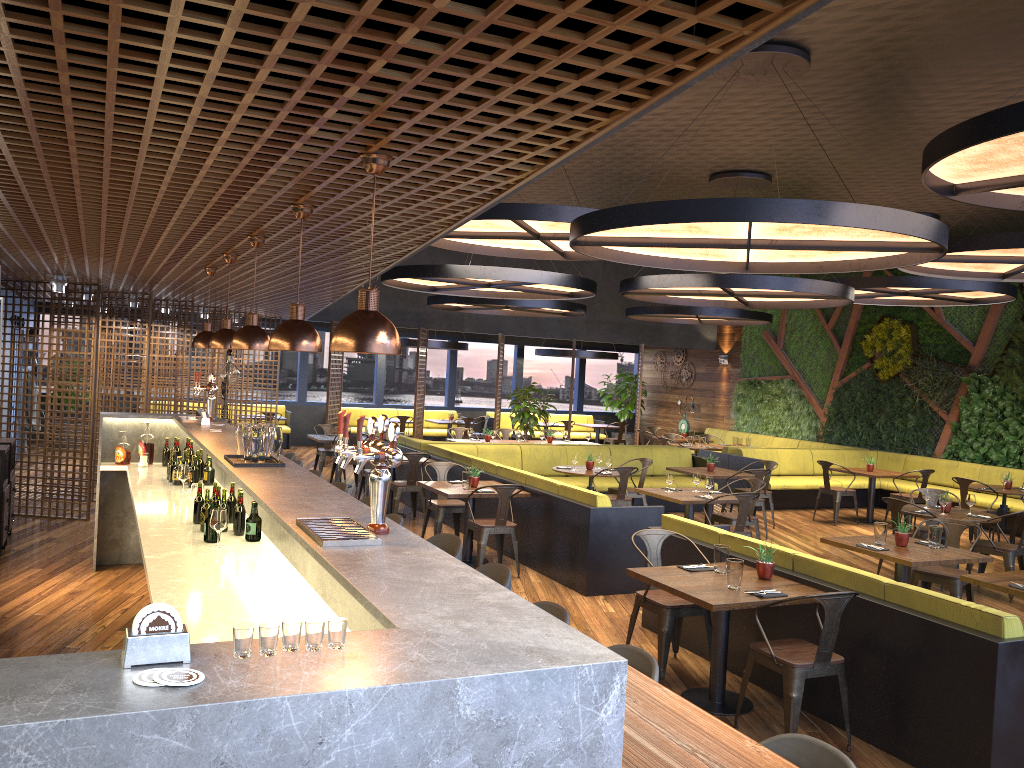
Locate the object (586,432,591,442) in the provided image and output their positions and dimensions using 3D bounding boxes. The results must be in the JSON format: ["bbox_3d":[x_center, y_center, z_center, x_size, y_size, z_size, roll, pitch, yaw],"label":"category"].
[{"bbox_3d":[1.330,0.949,15.421,0.097,0.206,0.097,4,1,21],"label":"object"}]

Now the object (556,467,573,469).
[{"bbox_3d":[0.698,1.078,11.413,0.255,0.019,0.157,3,1,7],"label":"object"}]

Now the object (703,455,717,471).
[{"bbox_3d":[2.719,1.050,12.068,0.260,0.271,0.238,3,1,10],"label":"object"}]

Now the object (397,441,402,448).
[{"bbox_3d":[-1.539,0.820,11.614,0.260,0.271,0.238,3,1,-24],"label":"object"}]

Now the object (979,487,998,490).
[{"bbox_3d":[6.335,1.386,11.779,0.255,0.019,0.157,3,1,-27],"label":"object"}]

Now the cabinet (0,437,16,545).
[{"bbox_3d":[-5.221,1.060,8.853,0.473,1.007,0.553,3,1,-25],"label":"cabinet"}]

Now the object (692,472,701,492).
[{"bbox_3d":[2.043,1.087,9.817,0.097,0.206,0.097,3,1,-25],"label":"object"}]

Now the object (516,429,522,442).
[{"bbox_3d":[0.119,0.885,15.226,0.097,0.206,0.097,4,1,21],"label":"object"}]

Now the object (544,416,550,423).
[{"bbox_3d":[0.797,0.794,20.624,0.238,0.271,0.260,3,1,-4],"label":"object"}]

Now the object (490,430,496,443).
[{"bbox_3d":[-0.313,0.871,14.649,0.097,0.206,0.097,4,1,21],"label":"object"}]

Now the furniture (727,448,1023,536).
[{"bbox_3d":[6.028,1.658,13.243,3.372,0.914,4.503,3,1,-25],"label":"furniture"}]

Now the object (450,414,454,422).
[{"bbox_3d":[-1.318,0.743,19.444,0.102,0.178,0.102,2,1,-40],"label":"object"}]

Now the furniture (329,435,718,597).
[{"bbox_3d":[0.969,1.391,12.347,4.895,0.914,7.462,3,1,-30],"label":"furniture"}]

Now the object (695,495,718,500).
[{"bbox_3d":[2.030,1.189,9.324,0.157,0.019,0.255,3,1,-25],"label":"object"}]

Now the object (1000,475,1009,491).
[{"bbox_3d":[6.501,1.303,11.711,0.097,0.206,0.097,2,1,-35],"label":"object"}]

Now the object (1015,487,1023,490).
[{"bbox_3d":[6.914,1.414,12.019,0.255,0.019,0.157,3,1,-23],"label":"object"}]

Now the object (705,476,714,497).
[{"bbox_3d":[2.106,1.096,9.481,0.097,0.206,0.097,3,1,-33],"label":"object"}]

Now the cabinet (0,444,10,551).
[{"bbox_3d":[-4.927,1.088,8.224,0.473,1.007,0.553,3,1,-25],"label":"cabinet"}]

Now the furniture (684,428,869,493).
[{"bbox_3d":[4.066,1.474,17.440,3.378,0.916,4.755,3,1,-25],"label":"furniture"}]

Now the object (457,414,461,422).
[{"bbox_3d":[-1.174,0.748,19.618,0.102,0.178,0.102,2,1,-40],"label":"object"}]

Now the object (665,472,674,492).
[{"bbox_3d":[1.717,1.071,9.672,0.097,0.206,0.097,3,1,-33],"label":"object"}]

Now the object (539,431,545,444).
[{"bbox_3d":[0.508,0.910,15.035,0.097,0.206,0.097,4,1,21],"label":"object"}]

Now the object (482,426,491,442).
[{"bbox_3d":[-0.407,0.827,14.841,0.238,0.271,0.260,3,1,-4],"label":"object"}]

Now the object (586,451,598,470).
[{"bbox_3d":[1.000,0.966,11.415,0.238,0.271,0.260,3,1,-4],"label":"object"}]

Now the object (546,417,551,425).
[{"bbox_3d":[0.834,0.845,20.454,0.102,0.178,0.102,2,1,-40],"label":"object"}]

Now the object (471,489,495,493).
[{"bbox_3d":[-0.307,1.064,8.846,0.255,0.019,0.157,3,1,-26],"label":"object"}]

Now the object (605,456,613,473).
[{"bbox_3d":[1.224,1.017,11.220,0.097,0.206,0.097,3,1,0],"label":"object"}]

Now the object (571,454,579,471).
[{"bbox_3d":[0.800,0.992,11.267,0.097,0.206,0.097,3,1,16],"label":"object"}]

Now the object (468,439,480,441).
[{"bbox_3d":[-0.637,0.941,15.000,0.157,0.019,0.255,3,1,-25],"label":"object"}]

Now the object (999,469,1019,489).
[{"bbox_3d":[6.649,1.272,11.911,0.260,0.271,0.238,3,1,14],"label":"object"}]

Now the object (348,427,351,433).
[{"bbox_3d":[-2.577,0.769,13.921,0.102,0.178,0.102,3,1,-20],"label":"object"}]

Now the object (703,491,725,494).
[{"bbox_3d":[2.196,1.191,9.747,0.255,0.019,0.157,3,1,-25],"label":"object"}]

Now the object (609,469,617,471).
[{"bbox_3d":[1.290,1.109,11.519,0.255,0.019,0.157,3,1,-23],"label":"object"}]

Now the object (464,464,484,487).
[{"bbox_3d":[-0.396,0.927,9.145,0.238,0.271,0.260,3,1,-4],"label":"object"}]

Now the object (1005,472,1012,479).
[{"bbox_3d":[6.763,1.311,12.093,0.097,0.206,0.097,3,1,-5],"label":"object"}]

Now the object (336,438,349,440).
[{"bbox_3d":[-2.599,0.850,13.740,0.255,0.019,0.157,3,1,-26],"label":"object"}]

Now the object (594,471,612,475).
[{"bbox_3d":[1.130,1.108,11.072,0.157,0.019,0.255,3,1,-18],"label":"object"}]

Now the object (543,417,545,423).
[{"bbox_3d":[0.774,0.836,20.808,0.102,0.178,0.102,2,1,-40],"label":"object"}]

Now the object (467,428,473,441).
[{"bbox_3d":[-0.703,0.846,14.839,0.097,0.206,0.097,4,1,21],"label":"object"}]

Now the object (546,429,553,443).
[{"bbox_3d":[0.655,0.878,15.340,0.238,0.271,0.260,3,1,-4],"label":"object"}]

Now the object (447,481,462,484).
[{"bbox_3d":[-0.548,1.040,9.437,0.255,0.019,0.157,3,1,-26],"label":"object"}]

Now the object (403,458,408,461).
[{"bbox_3d":[-1.451,0.957,11.290,0.255,0.019,0.157,3,1,-26],"label":"object"}]

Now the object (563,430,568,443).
[{"bbox_3d":[0.940,0.924,15.612,0.097,0.206,0.097,4,1,21],"label":"object"}]

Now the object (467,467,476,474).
[{"bbox_3d":[-0.430,0.969,9.314,0.102,0.178,0.102,2,1,-40],"label":"object"}]

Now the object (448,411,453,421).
[{"bbox_3d":[-1.336,0.692,19.626,0.238,0.271,0.260,3,1,-4],"label":"object"}]

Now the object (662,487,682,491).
[{"bbox_3d":[1.783,1.166,9.832,0.157,0.019,0.255,3,1,-25],"label":"object"}]

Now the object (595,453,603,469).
[{"bbox_3d":[1.139,1.006,11.595,0.097,0.206,0.097,3,1,13],"label":"object"}]

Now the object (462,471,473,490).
[{"bbox_3d":[-0.453,0.974,8.928,0.102,0.178,0.102,3,1,10],"label":"object"}]

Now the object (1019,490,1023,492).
[{"bbox_3d":[6.757,1.413,11.615,0.157,0.019,0.255,3,1,-25],"label":"object"}]

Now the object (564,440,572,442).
[{"bbox_3d":[1.006,1.019,15.773,0.157,0.019,0.255,3,1,-25],"label":"object"}]

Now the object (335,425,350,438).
[{"bbox_3d":[-2.674,0.715,14.037,0.260,0.271,0.238,3,1,-24],"label":"object"}]

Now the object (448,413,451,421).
[{"bbox_3d":[-1.378,0.733,19.797,0.102,0.178,0.102,2,1,-40],"label":"object"}]
